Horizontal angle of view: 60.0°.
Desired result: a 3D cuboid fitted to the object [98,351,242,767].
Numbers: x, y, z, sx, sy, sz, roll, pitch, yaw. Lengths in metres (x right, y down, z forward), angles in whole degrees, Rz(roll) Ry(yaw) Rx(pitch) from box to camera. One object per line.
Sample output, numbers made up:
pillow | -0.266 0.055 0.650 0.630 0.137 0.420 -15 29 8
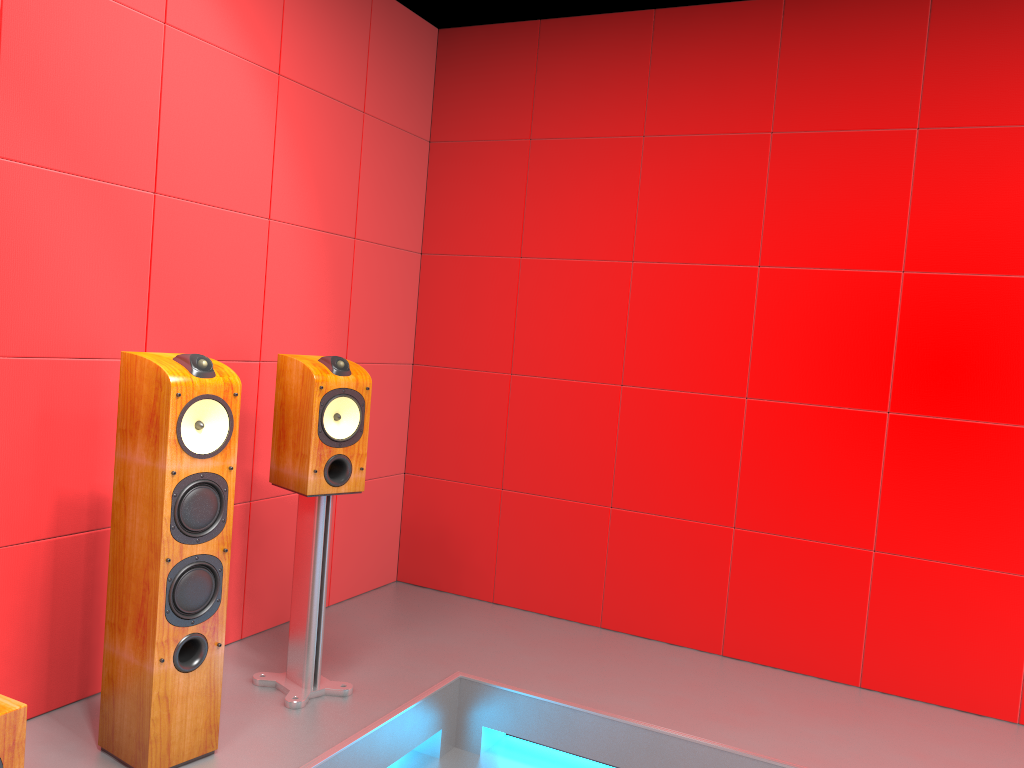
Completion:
object | -0.883 0.442 2.298 0.238 1.052 0.203 7 4 36

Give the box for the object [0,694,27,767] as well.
object | -1.200 0.796 1.671 0.360 0.360 0.360 6 3 26

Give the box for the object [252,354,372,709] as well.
object | -0.621 0.435 2.781 0.231 1.058 0.265 2 4 -44
